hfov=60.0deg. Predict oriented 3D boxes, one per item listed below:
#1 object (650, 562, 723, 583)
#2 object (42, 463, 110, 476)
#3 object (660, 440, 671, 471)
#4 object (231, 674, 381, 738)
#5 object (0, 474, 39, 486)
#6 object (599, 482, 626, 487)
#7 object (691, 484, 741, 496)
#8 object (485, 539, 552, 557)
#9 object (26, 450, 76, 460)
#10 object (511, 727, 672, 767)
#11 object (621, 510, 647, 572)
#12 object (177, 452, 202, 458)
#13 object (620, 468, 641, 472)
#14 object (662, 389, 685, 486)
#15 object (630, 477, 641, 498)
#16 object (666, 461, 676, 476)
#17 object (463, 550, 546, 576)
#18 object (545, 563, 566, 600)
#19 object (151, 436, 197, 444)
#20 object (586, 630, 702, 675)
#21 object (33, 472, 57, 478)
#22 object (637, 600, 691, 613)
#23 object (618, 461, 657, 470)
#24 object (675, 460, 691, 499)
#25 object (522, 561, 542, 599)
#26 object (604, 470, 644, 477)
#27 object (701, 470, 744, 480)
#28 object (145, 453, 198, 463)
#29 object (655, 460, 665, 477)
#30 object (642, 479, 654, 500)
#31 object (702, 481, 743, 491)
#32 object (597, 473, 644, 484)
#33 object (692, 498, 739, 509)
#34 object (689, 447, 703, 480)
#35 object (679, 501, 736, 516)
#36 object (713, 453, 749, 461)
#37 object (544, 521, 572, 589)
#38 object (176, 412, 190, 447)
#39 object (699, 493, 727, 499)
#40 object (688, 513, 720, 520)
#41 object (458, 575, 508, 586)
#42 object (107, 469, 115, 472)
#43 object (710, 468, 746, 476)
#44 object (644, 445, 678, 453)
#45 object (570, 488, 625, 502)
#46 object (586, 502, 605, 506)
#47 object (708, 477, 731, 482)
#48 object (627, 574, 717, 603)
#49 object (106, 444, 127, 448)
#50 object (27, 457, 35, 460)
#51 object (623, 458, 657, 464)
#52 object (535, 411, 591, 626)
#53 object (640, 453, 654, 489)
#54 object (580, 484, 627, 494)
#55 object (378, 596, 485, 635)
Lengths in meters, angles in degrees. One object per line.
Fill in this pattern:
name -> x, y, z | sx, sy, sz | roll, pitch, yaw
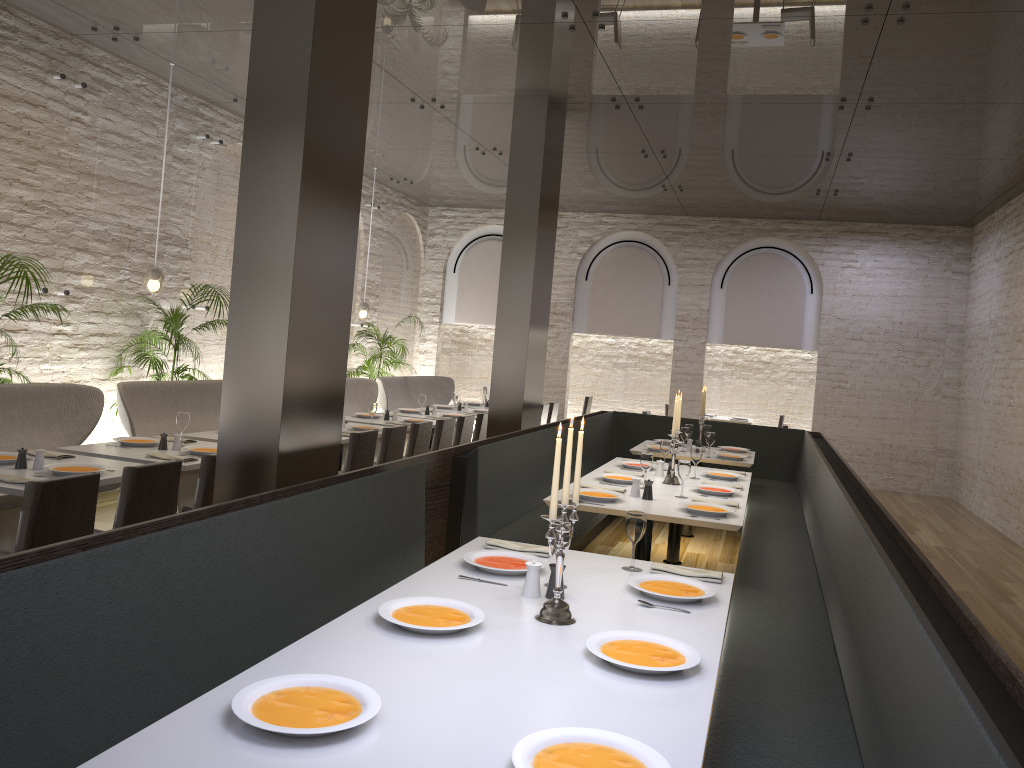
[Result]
object -> 0.695, 0.743, 3.517 | 0.273, 0.033, 0.142 | 5, 2, 16
object -> -2.278, 0.453, 4.633 | 0.321, 0.036, 0.322 | 4, 2, -6
object -> 1.180, 0.550, 6.832 | 0.086, 0.231, 0.086 | 5, 0, 28
object -> -0.449, 0.712, 1.941 | 0.321, 0.036, 0.322 | 4, 2, -8
object -> -2.380, 0.466, 4.288 | 0.273, 0.033, 0.142 | 5, 2, 16
object -> 0.663, 0.659, 5.801 | 0.185, 0.010, 0.017 | 5, 2, 16
object -> 1.340, 0.703, 5.831 | 0.322, 0.036, 0.321 | 6, 3, 36
object -> 0.037, 0.681, 3.710 | 0.273, 0.033, 0.142 | 5, 2, 16
object -> -2.679, 0.408, 5.109 | 0.273, 0.033, 0.142 | 5, 2, 16
object -> 0.157, 0.769, 1.761 | 0.321, 0.036, 0.322 | 4, 2, -8
object -> 0.489, 0.626, 3.537 | 0.086, 0.231, 0.086 | 5, 0, 28
object -> -2.018, 0.445, 5.546 | 0.181, 0.015, 0.038 | 5, 2, 18
object -> 0.903, 0.645, 6.626 | 0.185, 0.010, 0.017 | 5, 2, 16
object -> 1.125, 0.360, 6.101 | 0.132, 0.657, 0.389 | 5, 0, 27
object -> 0.756, 0.629, 5.409 | 0.069, 0.126, 0.068 | 5, 1, 39
object -> 1.154, 0.621, 6.422 | 0.069, 0.126, 0.069 | 5, 0, 10
object -> -0.030, 0.688, 3.383 | 0.322, 0.036, 0.321 | 6, 3, 36
object -> 0.152, 0.675, 3.037 | 0.069, 0.126, 0.069 | 5, 0, 10
object -> -2.363, 0.390, 6.196 | 0.273, 0.033, 0.142 | 5, 2, 16
object -> 0.364, 0.757, 2.474 | 0.321, 0.036, 0.322 | 4, 2, -8
object -> -2.334, 0.463, 4.459 | 0.181, 0.015, 0.038 | 5, 2, 18
object -> 0.515, 0.756, 3.008 | 0.181, 0.015, 0.038 | 5, 2, 18
object -> 0.971, 0.632, 6.827 | 0.322, 0.036, 0.321 | 5, 2, 12
object -> 1.067, 0.593, 5.526 | 0.086, 0.231, 0.086 | 5, 0, -32
object -> 0.071, 0.668, 3.036 | 0.069, 0.126, 0.069 | 5, 0, 10
object -> 0.802, 0.645, 6.346 | 0.273, 0.033, 0.142 | 5, 2, 16
object -> 1.577, 0.690, 6.648 | 0.322, 0.036, 0.321 | 5, 2, 12
object -> -2.064, 0.448, 5.376 | 0.273, 0.033, 0.142 | 5, 2, 16
object -> 1.077, 0.614, 6.448 | 0.069, 0.126, 0.069 | 5, 0, 10
object -> 0.821, 0.637, 5.339 | 0.068, 0.126, 0.069 | 4, 1, -42
object -> 1.461, 0.707, 6.153 | 0.273, 0.033, 0.142 | 5, 2, 16
object -> 0.733, 0.646, 6.011 | 0.322, 0.036, 0.321 | 6, 3, 36
object -> 1.231, 0.720, 5.362 | 0.273, 0.033, 0.142 | 5, 2, 16
object -> 1.345, 0.578, 6.484 | 0.086, 0.231, 0.086 | 5, 0, 28
object -> 1.109, 0.716, 5.037 | 0.321, 0.036, 0.322 | 4, 2, -8
object -> 1.993, 0.666, 8.079 | 0.321, 0.036, 0.322 | 4, 2, -8
object -> 0.166, 0.613, 3.187 | 0.086, 0.231, 0.086 | 5, 0, 28
object -> -2.219, 0.305, 5.964 | 0.086, 0.231, 0.086 | 5, 0, -32
object -> 1.281, 0.713, 5.644 | 0.181, 0.015, 0.038 | 5, 2, 18
object -> 1.052, 0.726, 4.853 | 0.181, 0.015, 0.038 | 5, 2, 18
object -> -0.103, 0.702, 3.165 | 0.185, 0.010, 0.017 | 5, 2, 16
object -> -2.233, 0.460, 4.805 | 0.185, 0.010, 0.017 | 5, 2, 16
object -> 1.700, 0.694, 6.978 | 0.273, 0.033, 0.142 | 5, 2, 16
object -> 1.386, 0.609, 8.258 | 0.321, 0.036, 0.322 | 4, 2, -8
object -> 0.503, 0.659, 5.217 | 0.322, 0.036, 0.321 | 5, 2, 14
object -> 0.433, 0.672, 5.011 | 0.185, 0.010, 0.017 | 5, 2, 16
object -> 1.521, 0.700, 6.469 | 0.181, 0.015, 0.038 | 5, 2, 18
object -> 0.576, 0.746, 3.204 | 0.322, 0.036, 0.321 | 6, 3, 36
object -> -2.532, 0.400, 5.698 | 0.185, 0.010, 0.017 | 5, 2, 16
object -> -2.746, 0.409, 4.957 | 0.181, 0.015, 0.038 | 5, 2, 18
object -> 1.042, 0.632, 7.171 | 0.273, 0.033, 0.142 | 5, 2, 16
object -> 0.164, 0.414, 2.793 | 0.132, 0.657, 0.389 | 5, 0, 27
object -> 0.873, 0.567, 5.776 | 0.086, 0.231, 0.086 | 5, 0, 16
object -> 0.573, 0.658, 5.555 | 0.273, 0.033, 0.142 | 5, 2, 16
object -> -0.242, 0.700, 2.653 | 0.321, 0.036, 0.322 | 4, 2, -8
